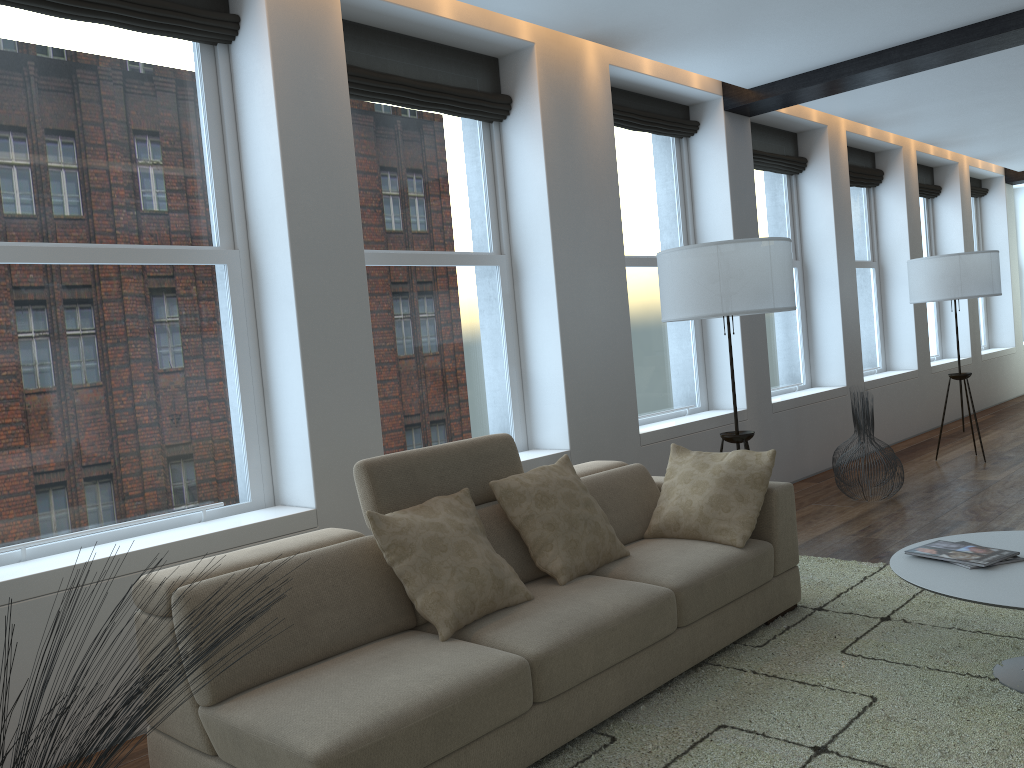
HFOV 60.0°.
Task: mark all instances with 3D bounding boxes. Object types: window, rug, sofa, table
[{"bbox_3d":[4.678,-1.359,10.312,0.123,2.400,1.443,-3,3,43],"label":"window"},{"bbox_3d":[0.991,1.108,2.521,2.972,0.020,4.231,-3,3,43],"label":"rug"},{"bbox_3d":[0.043,0.689,3.384,1.018,0.950,2.581,-3,3,43],"label":"sofa"},{"bbox_3d":[-0.472,-0.659,4.824,0.123,2.400,1.345,-3,3,43],"label":"window"},{"bbox_3d":[1.844,0.805,2.997,1.022,0.393,1.022,-5,2,-2],"label":"table"},{"bbox_3d":[5.975,-1.535,11.693,0.123,2.400,1.563,-3,3,43],"label":"window"},{"bbox_3d":[0.937,-0.851,6.326,0.123,2.400,1.391,-3,3,43],"label":"window"},{"bbox_3d":[-1.695,-0.493,3.521,0.123,2.400,1.444,-3,3,43],"label":"window"},{"bbox_3d":[2.172,-1.018,7.641,0.123,2.400,1.432,-3,3,43],"label":"window"},{"bbox_3d":[3.423,-1.188,8.974,0.123,2.400,1.442,-3,3,43],"label":"window"}]

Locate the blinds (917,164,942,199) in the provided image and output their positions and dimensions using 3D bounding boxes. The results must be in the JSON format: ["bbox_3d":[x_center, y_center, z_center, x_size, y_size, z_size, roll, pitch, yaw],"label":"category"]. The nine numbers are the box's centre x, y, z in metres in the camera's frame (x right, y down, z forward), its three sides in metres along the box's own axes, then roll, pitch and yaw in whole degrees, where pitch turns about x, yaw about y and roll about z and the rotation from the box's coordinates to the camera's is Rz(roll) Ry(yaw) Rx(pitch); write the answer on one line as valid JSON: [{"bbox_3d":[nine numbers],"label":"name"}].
[{"bbox_3d":[4.634,-2.371,10.226,0.156,0.393,1.442,-3,3,43],"label":"blinds"}]

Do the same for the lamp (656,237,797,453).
[{"bbox_3d":[1.193,0.132,4.740,0.698,1.728,0.698,-6,3,-23],"label":"lamp"}]

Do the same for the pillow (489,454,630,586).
[{"bbox_3d":[0.196,0.537,3.571,0.301,0.439,0.534,-3,3,40],"label":"pillow"}]

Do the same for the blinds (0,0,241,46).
[{"bbox_3d":[-1.744,-1.564,3.434,0.156,0.275,1.442,-3,3,43],"label":"blinds"}]

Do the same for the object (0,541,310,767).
[{"bbox_3d":[-1.042,0.799,1.920,1.119,1.014,1.125,-4,3,30],"label":"object"}]

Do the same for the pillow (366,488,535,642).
[{"bbox_3d":[-0.219,0.605,3.109,0.368,0.416,0.519,-3,3,39],"label":"pillow"}]

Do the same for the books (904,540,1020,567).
[{"bbox_3d":[1.610,0.606,3.182,0.220,0.010,0.300,-7,3,-32],"label":"books"}]

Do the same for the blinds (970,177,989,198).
[{"bbox_3d":[5.926,-2.601,11.606,0.156,0.275,1.563,-3,3,43],"label":"blinds"}]

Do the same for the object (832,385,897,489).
[{"bbox_3d":[2.666,0.393,6.753,0.458,0.781,0.458,-3,3,43],"label":"object"}]

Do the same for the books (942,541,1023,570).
[{"bbox_3d":[1.636,0.613,3.187,0.220,0.010,0.300,-6,3,-12],"label":"books"}]

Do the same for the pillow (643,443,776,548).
[{"bbox_3d":[0.889,0.480,3.961,0.518,0.393,0.395,-3,3,40],"label":"pillow"}]

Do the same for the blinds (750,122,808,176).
[{"bbox_3d":[2.138,-2.030,7.544,0.183,0.395,1.431,-3,3,43],"label":"blinds"}]

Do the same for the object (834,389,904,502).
[{"bbox_3d":[2.506,0.428,6.265,0.458,0.781,0.458,-3,3,43],"label":"object"}]

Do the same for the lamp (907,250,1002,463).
[{"bbox_3d":[3.775,-0.217,7.491,0.698,1.728,0.698,-6,3,-23],"label":"lamp"}]

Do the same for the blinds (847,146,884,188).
[{"bbox_3d":[3.380,-2.193,8.889,0.156,0.424,1.439,-3,3,43],"label":"blinds"}]

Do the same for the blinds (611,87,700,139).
[{"bbox_3d":[0.887,-1.922,6.236,0.156,0.275,1.396,-3,3,43],"label":"blinds"}]

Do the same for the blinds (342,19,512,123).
[{"bbox_3d":[-0.517,-1.671,4.737,0.156,0.393,1.342,-3,3,43],"label":"blinds"}]
